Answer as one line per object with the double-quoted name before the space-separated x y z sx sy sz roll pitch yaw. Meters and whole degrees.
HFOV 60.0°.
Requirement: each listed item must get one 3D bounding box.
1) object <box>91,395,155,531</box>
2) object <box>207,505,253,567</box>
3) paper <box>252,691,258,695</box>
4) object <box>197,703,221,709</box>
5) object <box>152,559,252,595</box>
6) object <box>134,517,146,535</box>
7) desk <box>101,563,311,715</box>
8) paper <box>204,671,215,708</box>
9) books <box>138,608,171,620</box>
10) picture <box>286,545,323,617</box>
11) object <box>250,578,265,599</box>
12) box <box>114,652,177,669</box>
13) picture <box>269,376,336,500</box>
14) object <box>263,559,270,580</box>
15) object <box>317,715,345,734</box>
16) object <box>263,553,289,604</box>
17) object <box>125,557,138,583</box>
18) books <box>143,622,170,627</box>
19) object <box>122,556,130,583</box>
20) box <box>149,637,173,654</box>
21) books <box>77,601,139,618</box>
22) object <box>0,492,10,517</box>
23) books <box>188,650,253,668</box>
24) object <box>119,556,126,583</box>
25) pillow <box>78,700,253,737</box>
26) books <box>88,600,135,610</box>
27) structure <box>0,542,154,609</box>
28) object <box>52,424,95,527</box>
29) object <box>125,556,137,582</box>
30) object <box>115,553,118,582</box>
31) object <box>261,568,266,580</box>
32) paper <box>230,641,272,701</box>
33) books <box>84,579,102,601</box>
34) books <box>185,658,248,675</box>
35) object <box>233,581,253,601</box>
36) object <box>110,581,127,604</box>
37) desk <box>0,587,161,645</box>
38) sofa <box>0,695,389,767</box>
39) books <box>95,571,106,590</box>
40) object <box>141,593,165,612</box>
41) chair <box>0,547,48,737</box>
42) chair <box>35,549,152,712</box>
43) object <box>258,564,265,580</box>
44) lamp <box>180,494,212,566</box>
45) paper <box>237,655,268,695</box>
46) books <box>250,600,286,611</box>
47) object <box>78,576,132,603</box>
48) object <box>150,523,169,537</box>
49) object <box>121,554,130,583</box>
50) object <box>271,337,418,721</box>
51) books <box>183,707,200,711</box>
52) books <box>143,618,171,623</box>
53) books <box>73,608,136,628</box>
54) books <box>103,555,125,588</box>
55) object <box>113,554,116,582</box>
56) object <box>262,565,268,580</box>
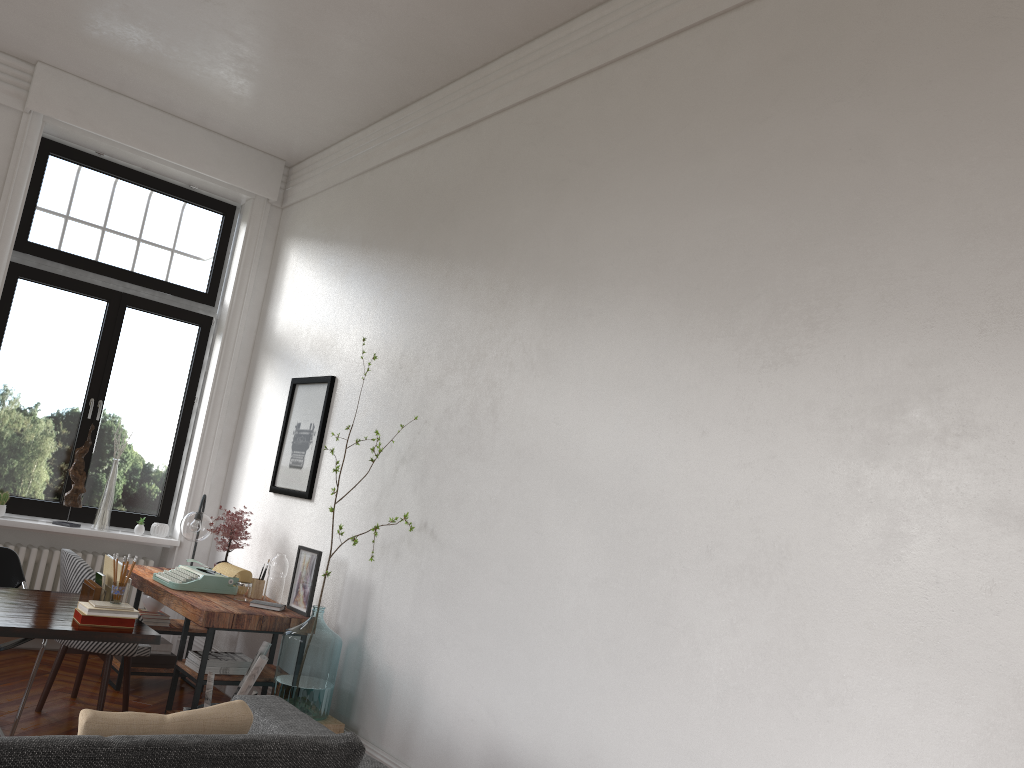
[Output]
"object" -2.875 0.570 6.565 0.296 1.051 0.289 15 -9 -33
"object" -1.903 1.062 5.949 0.290 0.527 0.309 9 -8 8
"paper" -1.407 1.769 4.556 0.126 0.387 0.026 12 -8 -14
"object" -1.490 1.804 4.485 0.260 0.304 0.262 7 -9 18
"object" -1.935 1.177 5.500 0.486 0.148 0.535 16 -11 -37
"object" -2.788 1.064 6.651 0.072 0.134 0.072 11 -8 -11
"desk" -1.949 1.634 5.442 0.649 0.755 1.798 16 -11 -36
"paper" -1.537 1.687 4.447 0.073 0.477 0.033 10 -8 0
"books" -2.410 1.531 5.909 0.191 0.022 0.239 16 -11 -37
"picture" -1.202 1.134 5.124 0.023 0.368 0.282 15 -10 -36
"object" -1.565 1.254 5.436 0.058 0.113 0.075 16 -10 -36
"box" -2.443 1.815 5.905 0.318 0.082 0.296 16 -11 -36
"picture" -1.415 0.352 5.983 0.050 0.813 0.634 15 -10 -36
"object" -1.530 1.197 5.459 0.028 0.238 0.023 16 -10 -39
"object" -1.152 1.876 4.623 0.342 0.315 0.435 16 -10 -36
"object" -1.401 1.159 5.271 0.111 0.301 0.112 10 -8 0
"object" -1.667 0.842 3.848 0.044 0.193 0.008 11 -8 -6
"books" -2.418 1.574 5.903 0.209 0.024 0.247 16 -11 -37
"object" -1.672 0.837 3.824 0.008 0.194 0.037 13 -8 -24
"box" -2.432 1.741 5.918 0.257 0.066 0.238 16 -11 -36
"books" -1.718 0.961 3.772 0.208 0.028 0.164 17 -11 -38
"object" -3.550 0.829 6.157 0.097 0.185 0.099 12 -8 -14
"books" -1.583 1.505 4.845 0.309 0.038 0.225 16 -11 -36
"object" -1.683 0.835 3.815 0.008 0.192 0.049 11 -8 -13
"pillow" -0.995 1.093 2.445 0.487 0.459 0.225 16 -10 -37
"books" -1.712 0.945 3.790 0.160 0.008 0.128 16 -11 -35
"structure" -3.347 1.578 6.390 1.457 0.776 0.225 16 -10 -36
"object" -3.131 0.653 6.401 0.165 0.751 0.143 9 -8 6
"object" -1.672 0.842 3.858 0.038 0.194 0.008 11 -8 -10
"object" -1.719 0.835 3.852 0.049 0.192 0.008 7 -8 22
"object" -1.546 1.212 5.465 0.008 0.206 0.054 3 -10 40
"paper" -1.443 1.654 4.614 0.047 0.624 0.295 2 -11 45
"books" -1.909 0.960 4.012 0.029 0.124 0.221 15 -10 -36
"books" -1.591 1.537 4.828 0.309 0.038 0.225 16 -11 -37
"object" -1.588 1.224 5.236 0.093 0.101 0.093 2 -11 44
"object" -1.704 0.902 3.833 0.058 0.091 0.058 3 -10 40
"desk" -2.692 1.174 3.388 2.232 0.749 1.030 16 -11 -36
"sofa" -1.607 1.177 2.182 2.652 0.826 1.262 16 -11 -36
"books" -1.896 0.950 4.076 0.041 0.157 0.128 15 -10 -36
"object" -2.397 1.470 5.938 0.173 0.109 0.174 10 -9 0
"chair" -2.764 1.252 4.335 0.754 0.870 0.746 16 -10 -36
"chair" -2.385 1.429 5.087 0.716 0.897 0.549 1 -12 46
"object" -1.558 1.209 5.461 0.008 0.206 0.054 7 -8 18
"lamp" -2.164 1.028 6.071 0.208 0.548 0.442 12 -8 -13
"paper" -1.394 1.630 4.418 0.330 0.608 0.047 5 -9 33
"books" -1.414 1.265 5.077 0.213 0.031 0.129 10 -9 1
"object" -1.859 0.951 4.045 0.150 0.166 0.228 16 -10 -36
"object" -2.708 1.122 6.817 0.132 0.097 0.135 6 -9 23
"object" -1.696 0.839 3.868 0.008 0.195 0.032 9 -8 7
"object" -0.793 0.736 4.688 0.807 2.052 0.355 4 -9 34
"books" -1.644 1.802 4.834 0.268 0.014 0.196 14 -10 -25
"books" -2.413 1.552 5.904 0.209 0.023 0.251 16 -11 -37
"books" -1.727 0.992 3.758 0.216 0.039 0.159 16 -11 -34
"books" -1.845 0.926 4.090 0.043 0.238 0.310 15 -10 -36
"object" -1.715 0.831 3.825 0.049 0.192 0.008 15 -9 -32
"object" -1.535 1.210 5.444 0.054 0.206 0.008 4 -10 36
